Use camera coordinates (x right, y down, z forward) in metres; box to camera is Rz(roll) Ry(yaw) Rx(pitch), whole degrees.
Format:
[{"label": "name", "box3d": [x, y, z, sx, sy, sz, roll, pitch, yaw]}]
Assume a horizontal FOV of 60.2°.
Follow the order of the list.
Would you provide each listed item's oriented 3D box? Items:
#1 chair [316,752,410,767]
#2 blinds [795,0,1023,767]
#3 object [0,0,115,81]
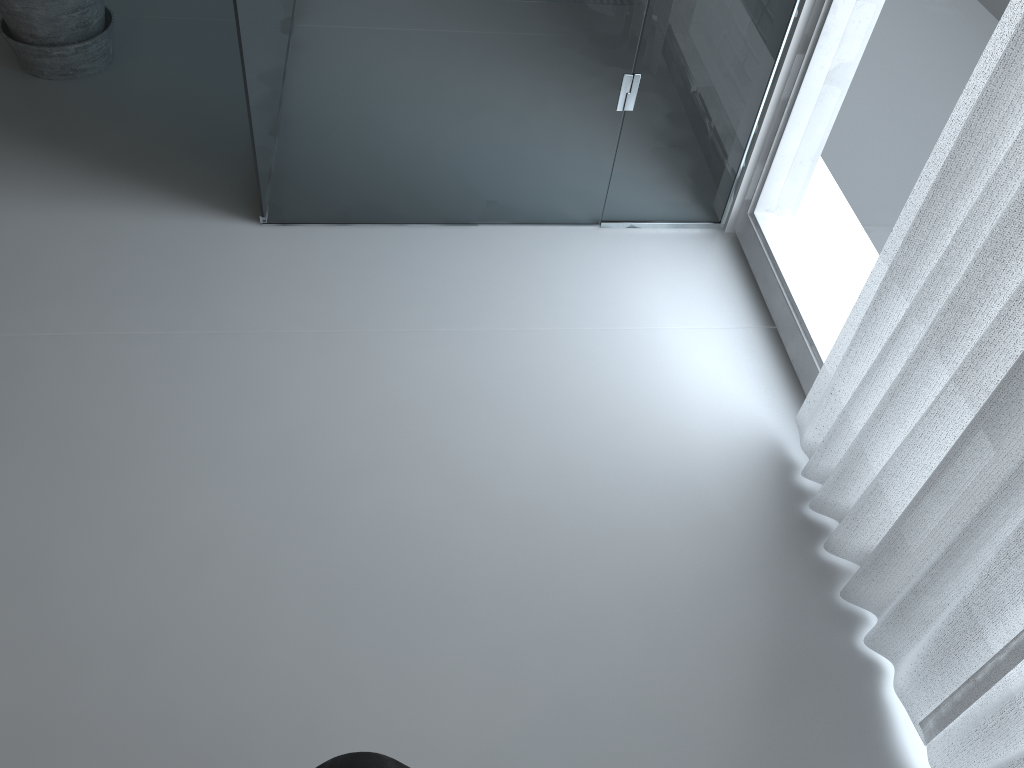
[{"label": "chair", "box3d": [-0.114, 0.800, 0.676, 0.826, 0.662, 0.812, 32, 51, 20]}, {"label": "blinds", "box3d": [0.811, -0.055, 0.255, 0.136, 2.582, 1.936, 0, 48, -8]}, {"label": "object", "box3d": [-1.196, -1.232, 2.169, 0.990, 1.004, 0.888, 13, 47, 4]}]
